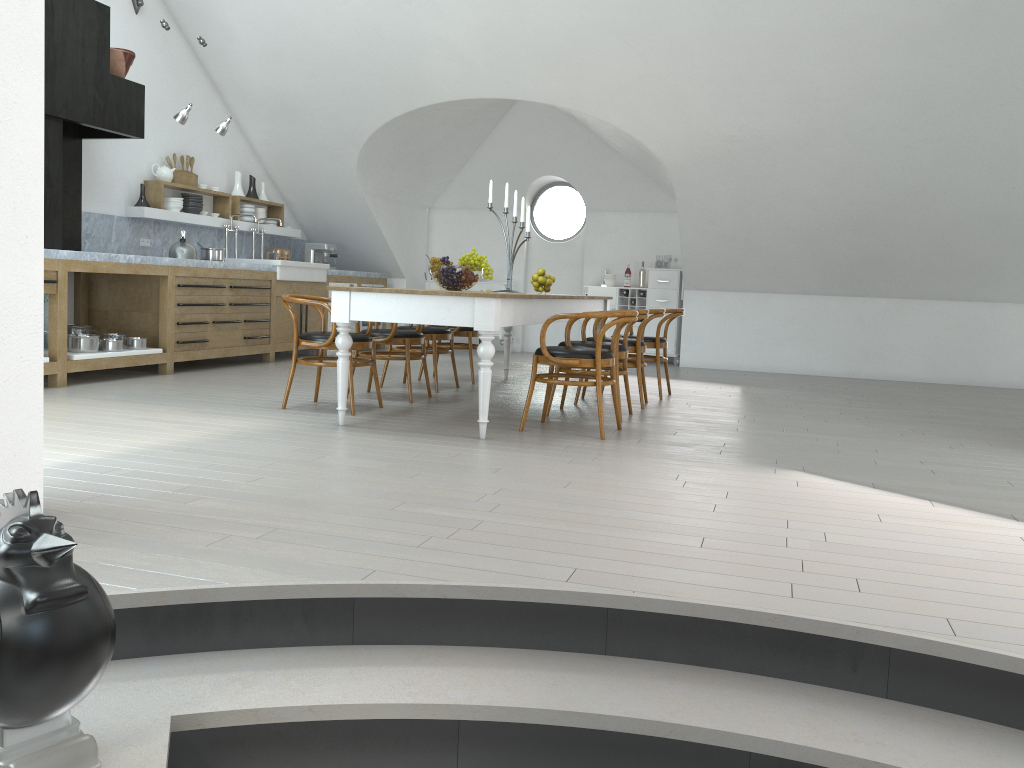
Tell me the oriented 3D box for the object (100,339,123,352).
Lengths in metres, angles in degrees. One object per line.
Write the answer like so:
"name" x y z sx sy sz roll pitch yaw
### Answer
"object" -3.127 -0.307 6.832 0.261 0.113 0.154 3 5 6

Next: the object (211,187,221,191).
"object" -3.062 -2.006 9.158 0.098 0.048 0.099 4 6 14

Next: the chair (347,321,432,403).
"chair" -0.931 -0.267 6.453 0.621 0.733 0.528 4 5 13

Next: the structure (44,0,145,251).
"structure" -3.474 -1.961 6.816 0.781 1.880 1.077 4 5 17

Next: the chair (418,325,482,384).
"chair" -0.557 -0.399 7.854 0.621 0.733 0.528 4 5 13

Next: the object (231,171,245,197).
"object" -2.942 -2.145 9.520 0.156 0.267 0.156 3 5 5

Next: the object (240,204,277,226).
"object" -2.837 -1.872 9.868 0.198 0.195 0.658 4 6 16

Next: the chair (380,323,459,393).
"chair" -0.777 -0.336 7.166 0.622 0.733 0.528 4 5 20

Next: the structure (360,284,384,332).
"structure" -2.002 -0.931 11.002 0.631 0.635 0.633 4 5 17

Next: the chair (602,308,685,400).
"chair" 1.092 -0.270 7.306 0.622 0.733 0.528 4 5 19

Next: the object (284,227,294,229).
"object" -2.678 -1.836 10.446 0.213 0.025 0.214 3 6 4

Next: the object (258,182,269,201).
"object" -2.807 -2.164 9.989 0.156 0.218 0.156 2 5 -2

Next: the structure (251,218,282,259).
"structure" -2.667 -1.542 9.693 0.332 0.528 0.214 2 5 -3

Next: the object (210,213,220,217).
"object" -3.076 -1.738 9.171 0.098 0.048 0.099 4 6 14

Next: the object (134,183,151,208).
"object" -3.386 -1.726 8.125 0.156 0.218 0.156 2 5 -2

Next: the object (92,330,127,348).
"object" -3.273 -0.365 7.240 0.309 0.133 0.182 7 7 41

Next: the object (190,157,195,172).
"object" -3.178 -2.100 8.776 0.039 0.297 0.068 4 5 17

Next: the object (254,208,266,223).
"object" -2.813 -1.872 9.861 0.158 0.159 0.154 -3 7 -45

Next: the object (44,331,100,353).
"object" -3.291 -0.316 6.662 0.378 0.163 0.223 3 5 6

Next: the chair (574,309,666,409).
"chair" 0.816 -0.211 6.636 0.621 0.733 0.528 4 5 12

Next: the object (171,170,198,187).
"object" -3.217 -2.014 8.690 0.084 0.157 0.354 4 6 17

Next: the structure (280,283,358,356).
"structure" -2.230 -0.770 10.289 0.599 0.821 0.725 4 5 17

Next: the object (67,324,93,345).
"object" -3.674 -0.412 7.245 0.455 0.197 0.269 -2 7 -39

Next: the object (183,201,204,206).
"object" -3.163 -1.764 8.776 0.205 0.086 0.206 -1 7 -31

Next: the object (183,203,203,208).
"object" -3.170 -1.737 8.777 0.205 0.086 0.206 -2 7 -36

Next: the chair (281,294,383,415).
"chair" -1.199 -0.207 5.778 0.622 0.733 0.528 4 5 17

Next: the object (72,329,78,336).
"object" -3.197 -0.334 6.600 0.051 0.152 0.191 4 6 17

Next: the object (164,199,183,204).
"object" -3.251 -1.727 8.508 0.181 0.069 0.181 6 7 34

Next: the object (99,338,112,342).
"object" -3.249 -0.334 6.987 0.041 0.045 0.248 4 6 15

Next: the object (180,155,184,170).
"object" -3.222 -2.094 8.687 0.040 0.298 0.061 4 5 14

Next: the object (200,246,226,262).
"object" -2.809 -1.223 8.390 0.232 0.170 0.395 2 6 -3

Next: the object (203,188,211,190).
"object" -3.126 -1.963 8.955 0.164 0.012 0.164 7 7 34

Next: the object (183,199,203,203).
"object" -3.167 -1.787 8.776 0.205 0.072 0.206 3 6 4

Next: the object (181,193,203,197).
"object" -3.170 -1.840 8.775 0.205 0.080 0.206 4 6 19

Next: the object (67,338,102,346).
"object" -3.369 -0.331 6.948 0.508 0.052 0.264 2 6 -7

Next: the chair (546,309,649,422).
"chair" 0.589 -0.147 5.945 0.622 0.733 0.528 4 5 17

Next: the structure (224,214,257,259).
"structure" -2.809 -1.498 9.227 0.332 0.528 0.214 2 5 -3

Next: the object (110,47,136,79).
"object" -3.201 -2.535 7.069 0.367 0.236 0.348 6 7 34

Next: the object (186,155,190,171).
"object" -3.194 -2.095 8.714 0.019 0.298 0.057 4 5 17

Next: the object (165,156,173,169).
"object" -3.267 -2.063 8.539 0.016 0.258 0.199 5 5 27

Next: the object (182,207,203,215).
"object" -3.171 -1.711 8.779 0.205 0.072 0.206 3 6 4

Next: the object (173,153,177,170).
"object" -3.258 -2.084 8.574 0.027 0.298 0.055 4 5 17

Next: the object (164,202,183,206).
"object" -3.253 -1.704 8.507 0.181 0.065 0.181 -2 7 -36

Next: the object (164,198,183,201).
"object" -3.250 -1.756 8.507 0.181 0.076 0.181 -2 7 -36

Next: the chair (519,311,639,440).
"chair" 0.417 -0.080 5.239 0.622 0.733 0.528 4 5 20

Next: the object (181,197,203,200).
"object" -3.168 -1.812 8.778 0.206 0.083 0.205 8 8 44

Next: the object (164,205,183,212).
"object" -3.254 -1.681 8.509 0.181 0.063 0.181 7 8 39

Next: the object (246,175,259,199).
"object" -2.862 -2.168 9.770 0.156 0.267 0.156 4 5 21

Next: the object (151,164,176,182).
"object" -3.298 -1.991 8.392 0.174 0.168 0.168 2 5 0

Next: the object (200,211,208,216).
"object" -3.132 -1.721 8.988 0.098 0.048 0.099 4 6 14

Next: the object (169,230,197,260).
"object" -2.940 -1.245 7.926 0.246 0.267 0.246 5 6 27

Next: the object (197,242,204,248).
"object" -2.863 -1.244 8.321 0.236 0.166 0.051 4 5 12

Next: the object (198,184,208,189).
"object" -3.125 -1.987 8.953 0.098 0.048 0.099 4 6 14

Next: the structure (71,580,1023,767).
"structure" -0.012 1.146 0.226 4.709 0.691 4.721 -1 7 -28

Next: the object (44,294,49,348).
"object" -3.609 -0.529 6.880 0.231 0.497 0.231 0 5 -32

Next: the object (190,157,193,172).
"object" -3.184 -2.105 8.817 0.030 0.293 0.057 4 5 17

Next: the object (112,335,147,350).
"object" -3.060 -0.335 7.127 0.261 0.113 0.154 4 6 16
